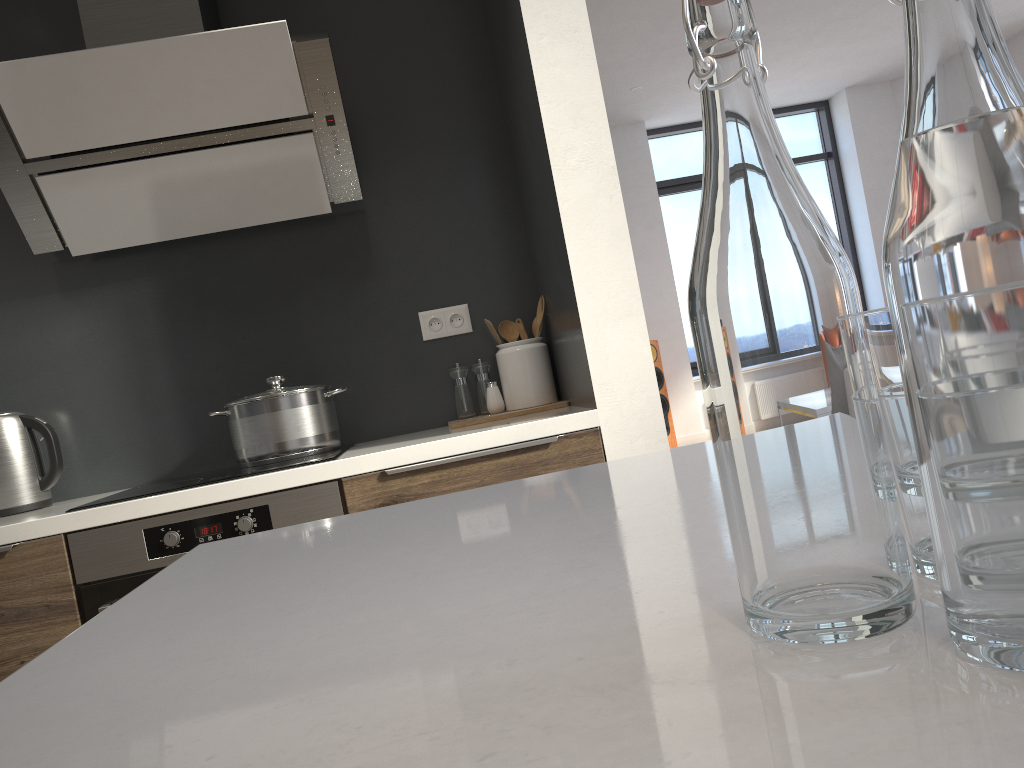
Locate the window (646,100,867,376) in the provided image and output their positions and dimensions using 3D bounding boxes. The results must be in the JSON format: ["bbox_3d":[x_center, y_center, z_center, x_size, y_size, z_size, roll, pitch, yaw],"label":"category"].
[{"bbox_3d":[2.351,-1.412,8.659,1.960,2.402,0.170,-11,1,-6],"label":"window"}]

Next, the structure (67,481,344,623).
[{"bbox_3d":[-0.647,0.562,2.211,0.587,0.588,0.584,-11,1,-6],"label":"structure"}]

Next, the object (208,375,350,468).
[{"bbox_3d":[-0.618,0.088,2.391,0.315,0.223,0.288,-10,1,36],"label":"object"}]

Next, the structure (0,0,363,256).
[{"bbox_3d":[-0.936,-0.907,2.324,0.898,0.998,0.407,-11,1,-6],"label":"structure"}]

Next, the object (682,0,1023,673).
[{"bbox_3d":[0.224,-0.062,0.404,0.323,0.267,0.148,-11,1,-41],"label":"object"}]

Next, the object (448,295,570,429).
[{"bbox_3d":[-0.043,-0.064,2.500,0.330,0.316,0.221,-11,1,-6],"label":"object"}]

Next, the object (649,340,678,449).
[{"bbox_3d":[1.125,0.114,7.758,0.290,1.088,0.434,-11,1,-36],"label":"object"}]

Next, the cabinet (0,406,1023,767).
[{"bbox_3d":[-0.736,-0.147,0.188,2.402,2.501,4.694,-11,1,-6],"label":"cabinet"}]

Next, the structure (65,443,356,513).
[{"bbox_3d":[-0.716,0.226,2.252,0.600,0.006,0.550,-11,1,-6],"label":"structure"}]

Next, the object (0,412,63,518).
[{"bbox_3d":[-1.485,0.213,2.348,0.590,0.318,0.179,-11,1,1],"label":"object"}]
